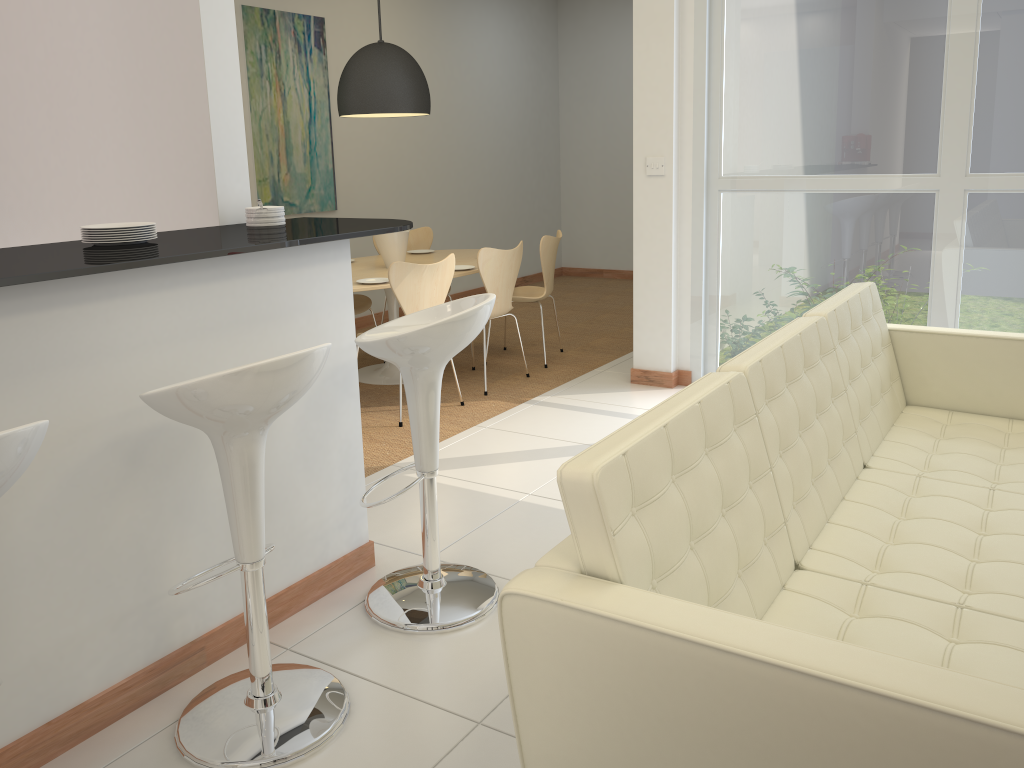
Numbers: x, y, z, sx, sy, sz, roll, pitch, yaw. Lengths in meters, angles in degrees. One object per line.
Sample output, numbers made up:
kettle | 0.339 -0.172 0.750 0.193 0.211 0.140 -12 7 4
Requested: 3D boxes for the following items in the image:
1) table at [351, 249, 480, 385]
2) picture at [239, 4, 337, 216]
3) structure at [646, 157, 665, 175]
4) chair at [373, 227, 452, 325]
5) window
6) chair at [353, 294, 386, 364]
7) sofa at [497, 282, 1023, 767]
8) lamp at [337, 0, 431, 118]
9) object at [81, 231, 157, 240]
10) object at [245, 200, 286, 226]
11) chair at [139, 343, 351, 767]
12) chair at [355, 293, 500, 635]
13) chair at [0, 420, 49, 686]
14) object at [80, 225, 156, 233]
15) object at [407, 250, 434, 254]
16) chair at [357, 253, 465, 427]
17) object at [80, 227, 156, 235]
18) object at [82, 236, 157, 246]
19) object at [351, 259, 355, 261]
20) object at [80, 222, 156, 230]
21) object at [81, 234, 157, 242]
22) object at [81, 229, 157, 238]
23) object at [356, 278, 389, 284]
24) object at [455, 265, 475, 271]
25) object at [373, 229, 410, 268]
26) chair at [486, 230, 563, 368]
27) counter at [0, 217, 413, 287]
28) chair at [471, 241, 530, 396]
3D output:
table | -0.799 -0.424 5.962 1.283 0.720 2.284 7 17 32
picture | -1.926 -1.955 6.400 0.020 1.489 1.755 6 15 32
structure | 0.847 -1.288 5.235 0.114 0.103 0.013 7 14 32
chair | -0.732 -0.719 6.747 0.523 0.896 0.520 -10 15 -32
window | 2.541 -1.114 4.350 3.442 2.683 0.122 7 14 32
chair | -1.255 -0.553 6.166 0.517 0.896 0.526 7 15 36
sofa | 1.088 0.363 2.321 1.003 0.911 2.590 7 16 32
lamp | -0.839 -2.452 5.556 0.596 1.476 0.599 7 15 34
object | -1.180 -0.443 2.662 0.210 0.015 0.213 -5 15 -13
object | -0.912 -0.629 3.229 0.140 0.096 0.175 5 15 25
chair | -0.658 0.394 2.237 0.467 1.009 0.460 10 17 43
chair | -0.267 0.225 2.843 0.465 1.009 0.462 2 13 18
chair | -1.051 0.563 1.635 0.467 1.009 0.460 10 17 43
object | -1.180 -0.464 2.658 0.210 0.015 0.213 -5 15 -13
object | -0.690 -0.997 6.688 0.210 0.015 0.213 1 15 11
chair | -0.609 -0.284 5.063 0.518 0.896 0.525 9 16 39
object | -1.180 -0.457 2.660 0.210 0.015 0.213 -5 15 -13
object | -1.179 -0.430 2.665 0.210 0.015 0.213 -5 15 -13
object | -1.210 -0.859 6.218 0.211 0.015 0.212 -13 19 -38
object | -1.180 -0.470 2.657 0.210 0.015 0.213 -5 15 -13
object | -1.179 -0.436 2.664 0.210 0.015 0.213 -5 15 -13
object | -1.180 -0.450 2.661 0.210 0.015 0.213 -5 15 -13
object | -0.806 -0.601 5.182 0.211 0.015 0.212 -10 17 -30
object | -0.341 -0.740 5.667 0.210 0.015 0.213 -4 15 -11
object | -0.794 -0.912 5.863 0.272 0.277 0.264 -7 14 -21
chair | 0.105 -0.618 6.265 0.516 0.896 0.527 2 13 16
counter | -1.337 -0.290 2.206 0.738 0.019 2.993 8 17 31
chair | -0.200 -0.446 5.640 0.517 0.896 0.526 6 15 32
